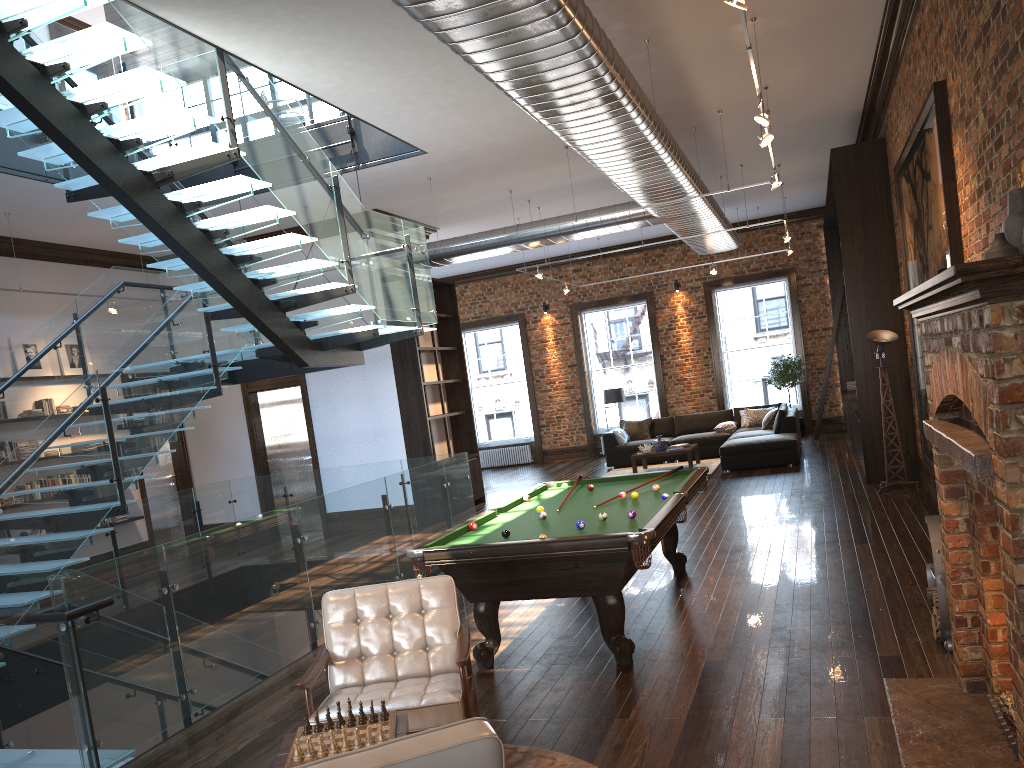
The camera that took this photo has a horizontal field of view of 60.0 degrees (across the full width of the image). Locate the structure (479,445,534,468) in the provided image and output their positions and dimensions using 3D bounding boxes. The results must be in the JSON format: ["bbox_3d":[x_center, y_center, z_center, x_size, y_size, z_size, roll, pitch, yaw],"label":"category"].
[{"bbox_3d":[-0.139,1.644,20.129,1.305,0.398,0.214,-8,3,19],"label":"structure"}]

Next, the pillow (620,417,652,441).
[{"bbox_3d":[2.365,0.880,17.104,0.703,0.442,0.302,-8,3,19],"label":"pillow"}]

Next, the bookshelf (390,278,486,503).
[{"bbox_3d":[-1.129,0.204,13.272,0.402,3.536,1.768,-6,4,19],"label":"bookshelf"}]

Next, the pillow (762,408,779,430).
[{"bbox_3d":[4.550,0.622,15.620,0.315,0.357,0.624,-7,1,18],"label":"pillow"}]

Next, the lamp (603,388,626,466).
[{"bbox_3d":[1.950,0.836,17.135,0.416,1.475,0.689,-11,5,-41],"label":"lamp"}]

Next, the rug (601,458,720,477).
[{"bbox_3d":[2.483,1.488,15.089,2.028,0.003,2.100,-8,0,19],"label":"rug"}]

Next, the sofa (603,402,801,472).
[{"bbox_3d":[3.180,0.987,15.488,3.511,0.808,3.426,-8,0,19],"label":"sofa"}]

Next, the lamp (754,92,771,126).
[{"bbox_3d":[1.775,-1.957,6.321,0.113,0.231,0.114,-11,5,-42],"label":"lamp"}]

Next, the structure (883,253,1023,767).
[{"bbox_3d":[1.892,0.544,3.459,0.890,1.917,1.984,-7,2,19],"label":"structure"}]

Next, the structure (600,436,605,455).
[{"bbox_3d":[2.540,1.266,19.184,1.305,0.398,0.214,-8,3,19],"label":"structure"}]

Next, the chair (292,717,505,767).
[{"bbox_3d":[-0.407,1.384,2.602,0.765,0.870,0.741,-9,3,-21],"label":"chair"}]

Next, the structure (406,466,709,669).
[{"bbox_3d":[0.574,1.277,6.571,1.557,0.855,2.936,-8,0,19],"label":"structure"}]

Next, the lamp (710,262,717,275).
[{"bbox_3d":[3.780,-2.174,16.655,0.113,0.231,0.113,-9,4,-12],"label":"lamp"}]

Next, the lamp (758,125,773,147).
[{"bbox_3d":[1.986,-1.983,6.948,0.114,0.231,0.113,-8,4,-2],"label":"lamp"}]

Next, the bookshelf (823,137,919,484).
[{"bbox_3d":[5.472,-0.956,13.948,0.602,4.019,7.356,-6,1,19],"label":"bookshelf"}]

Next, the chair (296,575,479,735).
[{"bbox_3d":[-0.554,1.413,4.155,0.768,0.870,0.738,-8,2,-1],"label":"chair"}]

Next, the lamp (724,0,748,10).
[{"bbox_3d":[1.048,-1.869,4.182,0.114,0.231,0.113,-8,4,-7],"label":"lamp"}]

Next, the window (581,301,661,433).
[{"bbox_3d":[2.411,-0.334,19.322,1.525,2.768,0.153,-7,5,19],"label":"window"}]

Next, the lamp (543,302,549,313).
[{"bbox_3d":[0.726,-1.660,19.300,0.127,0.238,0.154,-7,3,19],"label":"lamp"}]

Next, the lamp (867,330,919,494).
[{"bbox_3d":[4.273,0.291,9.994,0.426,1.837,0.501,-6,5,24],"label":"lamp"}]

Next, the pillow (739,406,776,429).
[{"bbox_3d":[4.527,0.622,16.308,0.705,0.340,0.268,-8,3,20],"label":"pillow"}]

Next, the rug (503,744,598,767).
[{"bbox_3d":[-0.465,1.822,3.467,1.976,0.015,1.956,-8,0,21],"label":"rug"}]

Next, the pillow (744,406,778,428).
[{"bbox_3d":[4.535,0.593,16.113,0.613,0.363,0.286,-8,3,23],"label":"pillow"}]

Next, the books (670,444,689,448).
[{"bbox_3d":[2.844,1.049,15.075,0.260,0.028,0.206,-8,0,-38],"label":"books"}]

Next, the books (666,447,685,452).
[{"bbox_3d":[2.721,1.091,14.764,0.261,0.024,0.205,-8,0,-3],"label":"books"}]

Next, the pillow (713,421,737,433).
[{"bbox_3d":[3.933,0.802,16.310,0.410,0.205,0.606,-8,0,17],"label":"pillow"}]

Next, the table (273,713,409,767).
[{"bbox_3d":[-0.604,1.600,3.361,0.516,0.497,0.461,-8,2,-6],"label":"table"}]

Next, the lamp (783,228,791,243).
[{"bbox_3d":[4.125,-2.242,13.303,0.113,0.231,0.113,-8,4,-5],"label":"lamp"}]

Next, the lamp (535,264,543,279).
[{"bbox_3d":[0.406,-1.723,13.634,0.114,0.231,0.112,-5,5,40],"label":"lamp"}]

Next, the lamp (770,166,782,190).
[{"bbox_3d":[2.641,-2.062,8.891,0.114,0.231,0.113,-6,4,33],"label":"lamp"}]

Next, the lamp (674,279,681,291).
[{"bbox_3d":[3.413,-2.039,18.352,0.127,0.238,0.154,-7,3,19],"label":"lamp"}]

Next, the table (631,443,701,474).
[{"bbox_3d":[2.637,1.291,15.146,1.003,0.347,0.994,-8,0,19],"label":"table"}]

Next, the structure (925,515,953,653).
[{"bbox_3d":[2.542,0.953,4.794,0.539,0.924,0.920,-7,2,19],"label":"structure"}]

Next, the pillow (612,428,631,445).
[{"bbox_3d":[2.089,0.993,16.803,0.244,0.307,0.569,-7,1,20],"label":"pillow"}]

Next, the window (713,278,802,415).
[{"bbox_3d":[5.095,-0.712,18.375,1.525,2.768,0.153,-7,5,19],"label":"window"}]

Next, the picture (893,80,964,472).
[{"bbox_3d":[3.628,-0.636,7.663,0.080,3.017,3.177,-6,2,19],"label":"picture"}]

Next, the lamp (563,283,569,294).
[{"bbox_3d":[1.013,-1.790,16.512,0.113,0.231,0.114,-10,4,-30],"label":"lamp"}]

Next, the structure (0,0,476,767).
[{"bbox_3d":[-3.212,0.449,7.123,3.587,14.575,6.986,-6,4,19],"label":"structure"}]

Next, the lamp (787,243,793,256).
[{"bbox_3d":[4.764,-2.320,15.189,0.113,0.231,0.113,-10,4,-32],"label":"lamp"}]

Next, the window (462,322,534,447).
[{"bbox_3d":[-0.270,0.045,20.267,1.525,2.768,0.153,-7,5,19],"label":"window"}]
